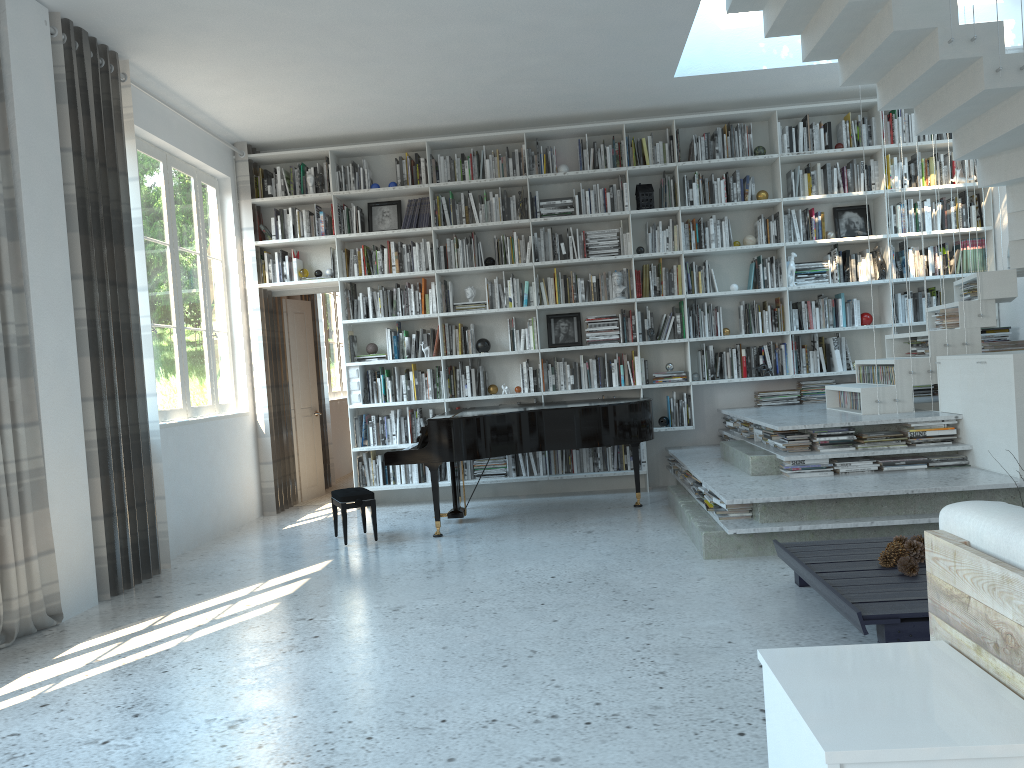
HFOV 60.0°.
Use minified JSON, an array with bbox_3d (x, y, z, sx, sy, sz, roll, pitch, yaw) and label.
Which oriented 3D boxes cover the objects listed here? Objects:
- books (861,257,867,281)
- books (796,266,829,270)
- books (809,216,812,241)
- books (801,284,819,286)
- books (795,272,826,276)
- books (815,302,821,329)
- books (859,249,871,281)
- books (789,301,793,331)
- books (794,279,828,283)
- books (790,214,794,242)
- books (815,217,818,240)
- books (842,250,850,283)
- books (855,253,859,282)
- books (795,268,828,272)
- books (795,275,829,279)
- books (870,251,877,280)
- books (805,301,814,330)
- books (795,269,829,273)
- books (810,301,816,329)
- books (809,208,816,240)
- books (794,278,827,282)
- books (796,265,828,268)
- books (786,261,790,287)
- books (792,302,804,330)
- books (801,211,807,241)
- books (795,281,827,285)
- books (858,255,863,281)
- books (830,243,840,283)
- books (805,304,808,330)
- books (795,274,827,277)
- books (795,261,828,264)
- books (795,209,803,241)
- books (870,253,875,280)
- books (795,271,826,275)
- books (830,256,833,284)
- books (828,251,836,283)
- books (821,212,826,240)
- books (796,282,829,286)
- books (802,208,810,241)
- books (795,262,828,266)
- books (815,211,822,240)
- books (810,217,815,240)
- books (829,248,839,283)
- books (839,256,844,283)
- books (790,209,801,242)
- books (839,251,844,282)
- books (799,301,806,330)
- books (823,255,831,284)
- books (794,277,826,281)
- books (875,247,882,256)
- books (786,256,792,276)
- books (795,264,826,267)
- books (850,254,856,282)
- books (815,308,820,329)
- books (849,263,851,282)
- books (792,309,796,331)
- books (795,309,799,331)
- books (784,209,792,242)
[{"bbox_3d":[2.972,-0.965,7.545,0.025,0.213,0.155,-4,1,4],"label":"books"},{"bbox_3d":[2.531,-0.979,7.561,0.285,0.012,0.159,-4,1,-1],"label":"books"},{"bbox_3d":[2.520,-1.330,7.562,0.020,0.267,0.152,-4,1,4],"label":"books"},{"bbox_3d":[2.538,-0.834,7.565,0.285,0.012,0.159,-4,1,-1],"label":"books"},{"bbox_3d":[2.533,-0.931,7.574,0.254,0.012,0.161,-4,1,4],"label":"books"},{"bbox_3d":[2.603,-0.579,7.570,0.012,0.229,0.179,-4,1,4],"label":"books"},{"bbox_3d":[2.992,-0.995,7.518,0.021,0.271,0.191,-4,1,4],"label":"books"},{"bbox_3d":[2.377,-0.575,7.595,0.012,0.254,0.161,-4,1,4],"label":"books"},{"bbox_3d":[2.535,-0.870,7.564,0.285,0.012,0.159,-4,1,9],"label":"books"},{"bbox_3d":[2.369,-1.309,7.561,0.011,0.248,0.155,-4,1,4],"label":"books"},{"bbox_3d":[2.574,-1.306,7.548,0.033,0.213,0.152,-4,1,4],"label":"books"},{"bbox_3d":[2.826,-0.989,7.538,0.059,0.282,0.167,-4,1,4],"label":"books"},{"bbox_3d":[2.915,-0.979,7.556,0.031,0.250,0.133,-4,1,4],"label":"books"},{"bbox_3d":[2.533,-0.967,7.568,0.285,0.012,0.159,-4,1,6],"label":"books"},{"bbox_3d":[2.535,-0.906,7.570,0.285,0.012,0.159,-4,1,2],"label":"books"},{"bbox_3d":[3.057,-0.991,7.531,0.024,0.255,0.145,-4,1,4],"label":"books"},{"bbox_3d":[2.520,-0.581,7.562,0.045,0.246,0.185,-4,1,4],"label":"books"},{"bbox_3d":[2.533,-0.955,7.566,0.285,0.012,0.159,-4,1,1],"label":"books"},{"bbox_3d":[2.557,-0.580,7.575,0.026,0.239,0.177,-4,1,4],"label":"books"},{"bbox_3d":[2.548,-1.340,7.544,0.014,0.285,0.175,-4,1,4],"label":"books"},{"bbox_3d":[2.535,-0.882,7.567,0.254,0.012,0.161,-4,1,8],"label":"books"},{"bbox_3d":[2.531,-0.991,7.568,0.285,0.012,0.159,-4,1,6],"label":"books"},{"bbox_3d":[2.339,-0.924,7.559,0.027,0.221,0.184,-4,1,4],"label":"books"},{"bbox_3d":[2.442,-0.575,7.574,0.047,0.244,0.177,-4,1,4],"label":"books"},{"bbox_3d":[2.477,-1.328,7.575,0.043,0.269,0.131,-4,1,4],"label":"books"},{"bbox_3d":[2.536,-0.858,7.567,0.254,0.012,0.161,-4,1,0],"label":"books"},{"bbox_3d":[2.945,-0.974,7.553,0.028,0.235,0.129,-4,1,4],"label":"books"},{"bbox_3d":[2.746,-1.012,7.530,0.010,0.339,0.180,-4,1,4],"label":"books"},{"bbox_3d":[2.495,-0.568,7.570,0.011,0.223,0.162,-4,1,4],"label":"books"},{"bbox_3d":[2.533,-0.918,7.563,0.254,0.012,0.161,-4,1,-1],"label":"books"},{"bbox_3d":[2.528,-1.027,7.567,0.285,0.012,0.159,-4,1,6],"label":"books"},{"bbox_3d":[2.449,-1.334,7.567,0.012,0.285,0.159,-4,1,4],"label":"books"},{"bbox_3d":[3.024,-0.981,7.519,0.041,0.239,0.176,-4,1,4],"label":"books"},{"bbox_3d":[2.534,-0.943,7.563,0.254,0.012,0.161,-4,1,9],"label":"books"},{"bbox_3d":[2.704,-0.963,7.570,0.023,0.247,0.138,-4,1,4],"label":"books"},{"bbox_3d":[2.728,-0.984,7.560,0.012,0.285,0.159,-4,1,4],"label":"books"},{"bbox_3d":[2.623,-1.325,7.533,0.026,0.244,0.177,-4,1,4],"label":"books"},{"bbox_3d":[2.537,-0.846,7.567,0.285,0.012,0.159,-4,1,8],"label":"books"},{"bbox_3d":[2.503,-1.338,7.549,0.012,0.287,0.176,-4,1,4],"label":"books"},{"bbox_3d":[2.529,-1.015,7.567,0.285,0.012,0.159,-4,1,2],"label":"books"},{"bbox_3d":[2.600,-1.328,7.545,0.021,0.253,0.167,-4,1,4],"label":"books"},{"bbox_3d":[2.536,-1.300,7.535,0.013,0.207,0.189,-4,1,4],"label":"books"},{"bbox_3d":[2.737,-0.992,7.532,0.011,0.300,0.184,-4,1,4],"label":"books"},{"bbox_3d":[2.770,-0.962,7.538,0.030,0.236,0.179,-4,1,4],"label":"books"},{"bbox_3d":[2.406,-1.332,7.563,0.065,0.289,0.145,-4,1,4],"label":"books"},{"bbox_3d":[2.791,-0.986,7.553,0.013,0.280,0.131,-4,1,4],"label":"books"},{"bbox_3d":[2.478,-0.579,7.583,0.024,0.247,0.143,-4,1,4],"label":"books"},{"bbox_3d":[2.685,-0.965,7.553,0.012,0.254,0.161,-4,1,4],"label":"books"},{"bbox_3d":[2.534,-0.894,7.571,0.254,0.012,0.161,-4,1,6],"label":"books"},{"bbox_3d":[3.133,-1.011,7.541,0.029,0.284,0.138,-4,1,4],"label":"books"},{"bbox_3d":[2.367,-0.950,7.586,0.028,0.267,0.137,-4,1,4],"label":"books"},{"bbox_3d":[2.530,-1.003,7.567,0.254,0.012,0.161,-4,1,6],"label":"books"},{"bbox_3d":[2.883,-0.973,7.541,0.031,0.242,0.147,-4,1,4],"label":"books"},{"bbox_3d":[2.584,-0.553,7.562,0.027,0.182,0.186,-4,1,4],"label":"books"},{"bbox_3d":[2.863,-0.990,7.563,0.010,0.278,0.129,-4,1,4],"label":"books"},{"bbox_3d":[2.396,-0.543,7.584,0.023,0.186,0.159,-4,1,4],"label":"books"},{"bbox_3d":[2.418,-0.543,7.580,0.022,0.184,0.162,-4,1,4],"label":"books"},{"bbox_3d":[2.355,-1.335,7.570,0.015,0.301,0.140,-4,1,4],"label":"books"}]
